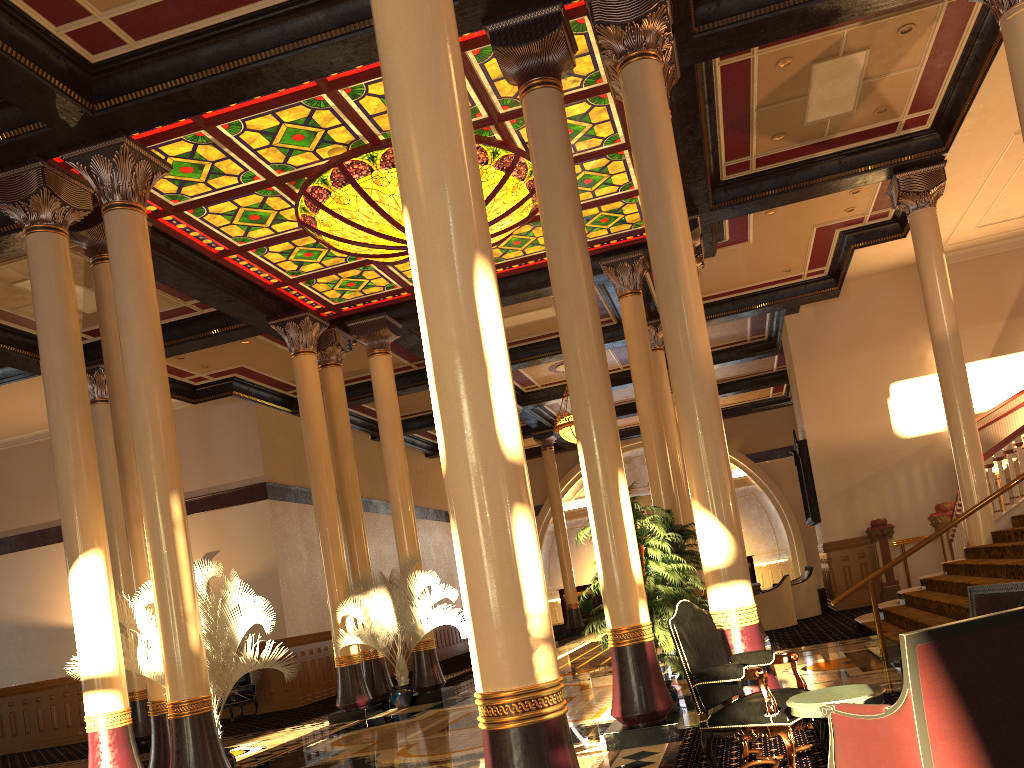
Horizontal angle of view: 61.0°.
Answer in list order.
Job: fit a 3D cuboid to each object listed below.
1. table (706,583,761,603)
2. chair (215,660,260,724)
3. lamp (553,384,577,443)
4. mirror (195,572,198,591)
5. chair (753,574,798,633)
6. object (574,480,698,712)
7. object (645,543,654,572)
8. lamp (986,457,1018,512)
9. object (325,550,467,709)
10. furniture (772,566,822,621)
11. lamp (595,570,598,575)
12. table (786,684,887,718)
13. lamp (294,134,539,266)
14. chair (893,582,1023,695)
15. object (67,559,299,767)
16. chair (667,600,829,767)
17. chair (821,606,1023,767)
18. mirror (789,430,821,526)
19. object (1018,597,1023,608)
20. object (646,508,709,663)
[{"bbox_3d":[4.310,4.325,16.786,1.095,0.761,1.685,-12,-12,12],"label":"table"},{"bbox_3d":[-5.039,5.570,15.772,0.726,1.086,0.769,-15,-8,36],"label":"chair"},{"bbox_3d":[1.435,0.548,19.207,1.182,1.885,1.216,-11,-6,6],"label":"lamp"},{"bbox_3d":[-6.688,4.266,16.830,1.372,1.537,0.203,-11,-4,11],"label":"mirror"},{"bbox_3d":[4.544,3.845,15.231,0.758,0.902,0.988,-15,-10,31],"label":"chair"},{"bbox_3d":[1.153,1.912,7.661,1.103,2.127,1.026,-7,-6,-30],"label":"object"},{"bbox_3d":[4.518,-0.145,11.859,0.673,4.215,30.451,-10,-14,-5],"label":"object"},{"bbox_3d":[6.781,2.051,11.863,0.583,1.990,0.583,-9,-4,-6],"label":"lamp"},{"bbox_3d":[-1.474,3.582,12.723,1.803,2.246,2.133,-12,-9,15],"label":"object"},{"bbox_3d":[5.576,4.122,17.125,0.800,0.929,2.235,-12,-12,12],"label":"furniture"},{"bbox_3d":[2.728,5.782,26.386,0.434,0.438,0.420,-4,-10,-33],"label":"lamp"},{"bbox_3d":[1.621,1.784,4.232,0.495,0.549,0.475,-4,-10,-38],"label":"table"},{"bbox_3d":[-0.998,-1.898,10.347,2.968,0.593,3.092,-12,-14,9],"label":"lamp"},{"bbox_3d":[2.378,1.500,4.367,0.653,0.909,0.685,-8,-8,-18],"label":"chair"},{"bbox_3d":[-2.923,2.828,8.666,2.050,2.232,1.847,-10,-8,0],"label":"object"},{"bbox_3d":[1.410,1.781,5.175,0.732,1.086,0.763,-13,-8,26],"label":"chair"},{"bbox_3d":[1.678,1.391,3.441,0.693,0.909,0.645,-7,-7,-18],"label":"chair"},{"bbox_3d":[5.983,1.911,17.852,0.253,1.962,1.827,-11,-8,13],"label":"mirror"},{"bbox_3d":[2.568,0.922,3.241,1.114,1.420,1.022,-16,-9,40],"label":"object"},{"bbox_3d":[2.218,2.745,11.717,1.034,2.127,1.095,-10,-6,0],"label":"object"}]
